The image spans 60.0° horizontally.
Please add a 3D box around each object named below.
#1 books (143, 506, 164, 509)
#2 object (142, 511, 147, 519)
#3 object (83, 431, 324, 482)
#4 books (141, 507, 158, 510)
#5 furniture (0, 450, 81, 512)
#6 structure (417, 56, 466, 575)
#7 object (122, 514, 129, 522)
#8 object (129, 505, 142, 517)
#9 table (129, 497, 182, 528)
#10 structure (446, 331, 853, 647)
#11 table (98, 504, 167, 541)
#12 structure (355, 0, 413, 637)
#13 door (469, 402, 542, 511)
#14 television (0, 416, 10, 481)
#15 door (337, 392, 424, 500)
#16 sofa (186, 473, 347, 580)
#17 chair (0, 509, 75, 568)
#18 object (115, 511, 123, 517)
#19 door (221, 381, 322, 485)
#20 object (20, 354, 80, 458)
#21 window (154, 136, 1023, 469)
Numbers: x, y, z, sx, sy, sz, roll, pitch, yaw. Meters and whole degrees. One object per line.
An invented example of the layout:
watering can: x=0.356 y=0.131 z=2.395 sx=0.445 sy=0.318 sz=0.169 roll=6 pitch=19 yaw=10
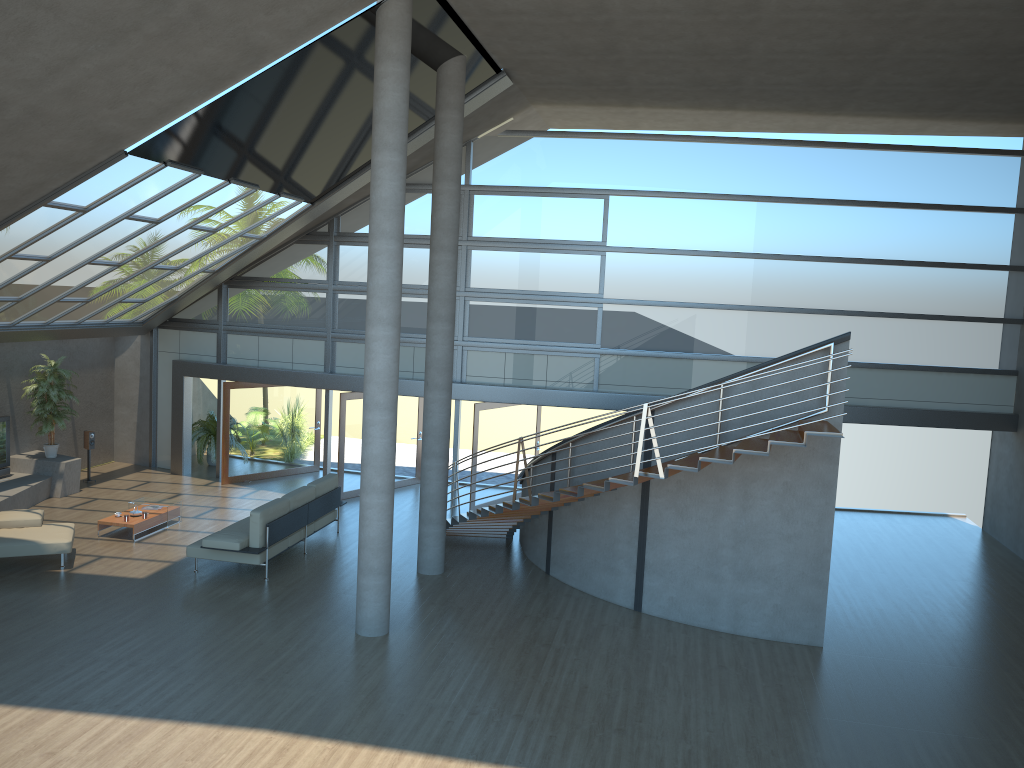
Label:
books: x=-5.663 y=1.950 z=14.011 sx=0.275 sy=0.005 sz=0.189 roll=2 pitch=6 yaw=-6
object: x=-5.532 y=1.975 z=13.374 sx=0.070 sy=0.101 sz=0.085 roll=7 pitch=7 yaw=39
object: x=-10.013 y=1.468 z=14.552 sx=7.863 sy=0.982 sz=21.345 roll=4 pitch=6 yaw=14
books: x=-5.690 y=1.957 z=13.965 sx=0.275 sy=0.005 sz=0.189 roll=2 pitch=6 yaw=-9
furniture: x=-8.298 y=1.699 z=14.815 sx=1.577 sy=0.610 sz=2.936 roll=4 pitch=6 yaw=11
structure: x=-0.957 y=-0.944 z=11.988 sx=0.381 sy=7.125 sz=0.382 roll=-1 pitch=7 yaw=-35
object: x=-5.727 y=1.986 z=13.160 sx=0.085 sy=0.101 sz=0.070 roll=4 pitch=6 yaw=9
object: x=-5.717 y=1.926 z=13.473 sx=0.178 sy=0.161 sz=0.178 roll=-1 pitch=7 yaw=-38
table: x=-5.642 y=2.027 z=14.038 sx=0.680 sy=0.342 sz=0.400 roll=4 pitch=6 yaw=11
structure: x=1.036 y=0.969 z=11.387 sx=2.349 sy=3.653 sz=6.809 roll=-2 pitch=7 yaw=-41
table: x=-5.723 y=2.115 z=13.652 sx=0.600 sy=0.250 sz=1.200 roll=4 pitch=6 yaw=11
structure: x=-1.408 y=-0.745 z=9.715 sx=0.381 sy=7.125 sz=0.382 roll=4 pitch=6 yaw=11
door: x=-0.084 y=1.255 z=16.454 sx=0.200 sy=1.977 sz=2.298 roll=6 pitch=7 yaw=32
television: x=-8.763 y=1.134 z=14.386 sx=0.396 sy=1.063 sz=1.568 roll=4 pitch=6 yaw=11
door: x=-2.478 y=1.085 z=16.972 sx=0.200 sy=1.977 sz=2.298 roll=7 pitch=7 yaw=34
sofa: x=-3.505 y=1.967 z=12.916 sx=1.166 sy=0.947 sz=3.079 roll=4 pitch=6 yaw=10
chair: x=-6.544 y=1.867 z=11.862 sx=1.244 sy=1.023 sz=1.217 roll=0 pitch=6 yaw=-24
object: x=-5.941 y=1.961 z=13.381 sx=0.102 sy=0.086 sz=0.100 roll=4 pitch=6 yaw=15
door: x=-4.757 y=0.897 z=17.715 sx=0.200 sy=1.977 sz=2.298 roll=7 pitch=7 yaw=40
object: x=-8.148 y=0.380 z=15.660 sx=0.932 sy=1.857 sz=0.895 roll=0 pitch=6 yaw=-30
window: x=0.852 y=-1.001 z=16.113 sx=16.616 sy=6.630 sz=1.098 roll=4 pitch=6 yaw=9
